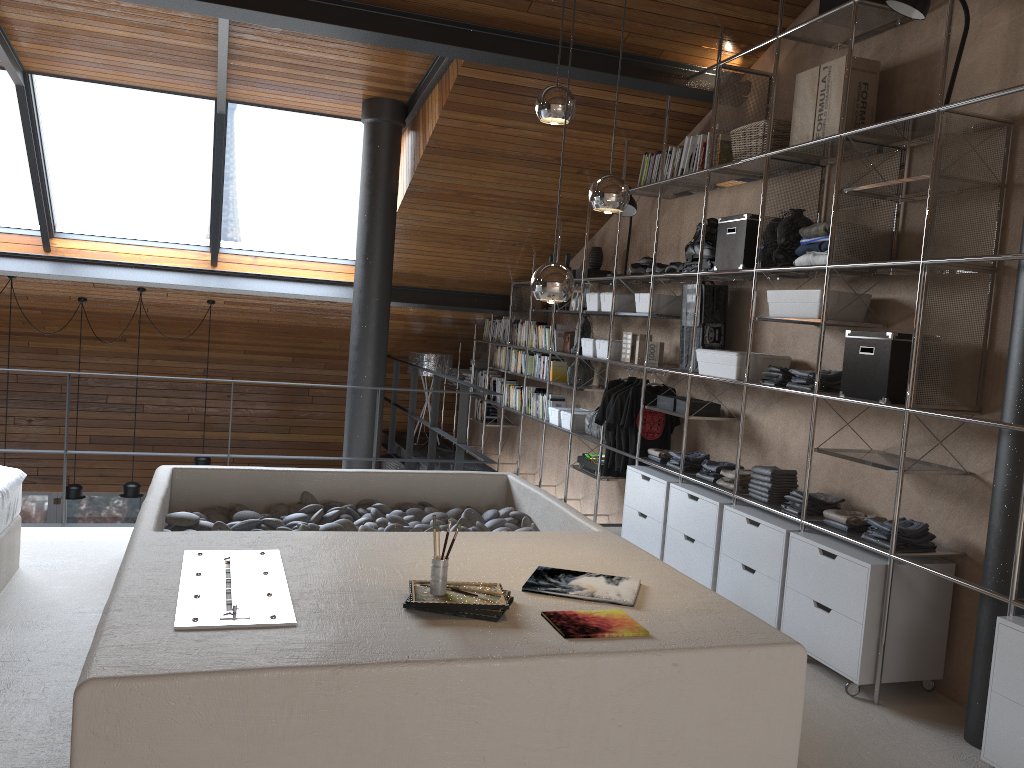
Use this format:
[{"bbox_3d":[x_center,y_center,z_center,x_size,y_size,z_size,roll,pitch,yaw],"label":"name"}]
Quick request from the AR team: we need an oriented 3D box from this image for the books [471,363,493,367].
[{"bbox_3d":[-0.315,-0.208,9.518,0.216,0.021,0.174,3,4,-19],"label":"books"}]

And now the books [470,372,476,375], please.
[{"bbox_3d":[-0.324,-0.106,9.517,0.254,0.012,0.158,4,4,-7],"label":"books"}]

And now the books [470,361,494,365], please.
[{"bbox_3d":[-0.312,-0.226,9.517,0.228,0.016,0.182,3,4,-19],"label":"books"}]

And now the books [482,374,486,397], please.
[{"bbox_3d":[-0.229,0.019,9.178,0.148,0.234,0.013,3,4,-19],"label":"books"}]

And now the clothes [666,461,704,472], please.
[{"bbox_3d":[1.078,0.490,5.302,0.243,0.045,0.208,3,4,-19],"label":"clothes"}]

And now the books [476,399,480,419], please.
[{"bbox_3d":[-0.287,0.260,9.311,0.161,0.223,0.017,3,4,-19],"label":"books"}]

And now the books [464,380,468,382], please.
[{"bbox_3d":[-0.389,-0.025,9.784,0.234,0.016,0.182,2,5,-29],"label":"books"}]

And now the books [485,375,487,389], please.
[{"bbox_3d":[-0.203,0.025,9.117,0.148,0.234,0.013,3,4,-19],"label":"books"}]

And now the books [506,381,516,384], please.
[{"bbox_3d":[-0.023,0.087,8.486,0.122,0.230,0.057,3,4,-19],"label":"books"}]

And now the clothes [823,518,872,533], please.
[{"bbox_3d":[1.533,0.622,3.928,0.248,0.043,0.190,4,4,-10],"label":"clothes"}]

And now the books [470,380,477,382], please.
[{"bbox_3d":[-0.320,-0.026,9.521,0.222,0.012,0.160,3,4,-24],"label":"books"}]

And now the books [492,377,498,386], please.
[{"bbox_3d":[-0.126,0.053,8.831,0.148,0.233,0.053,3,4,-19],"label":"books"}]

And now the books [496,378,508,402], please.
[{"bbox_3d":[-0.086,0.060,8.777,0.148,0.233,0.053,3,4,-19],"label":"books"}]

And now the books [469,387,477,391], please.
[{"bbox_3d":[-0.330,0.062,9.521,0.239,0.021,0.174,3,4,-13],"label":"books"}]

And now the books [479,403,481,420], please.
[{"bbox_3d":[-0.283,0.290,9.214,0.112,0.177,0.009,3,4,-19],"label":"books"}]

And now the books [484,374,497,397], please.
[{"bbox_3d":[-0.209,0.019,9.148,0.146,0.240,0.023,3,4,-19],"label":"books"}]

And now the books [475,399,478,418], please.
[{"bbox_3d":[-0.317,0.265,9.353,0.127,0.201,0.011,3,4,-19],"label":"books"}]

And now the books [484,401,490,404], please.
[{"bbox_3d":[-0.221,0.285,9.077,0.137,0.216,0.049,3,4,-19],"label":"books"}]

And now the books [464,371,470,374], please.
[{"bbox_3d":[-0.399,-0.120,9.799,0.231,0.012,0.159,3,4,-14],"label":"books"}]

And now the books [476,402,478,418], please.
[{"bbox_3d":[-0.319,0.281,9.340,0.119,0.172,0.014,3,4,-19],"label":"books"}]

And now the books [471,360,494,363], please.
[{"bbox_3d":[-0.309,-0.243,9.528,0.228,0.016,0.182,3,4,-19],"label":"books"}]

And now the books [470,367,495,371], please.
[{"bbox_3d":[-0.316,-0.161,9.504,0.228,0.016,0.182,3,4,-19],"label":"books"}]

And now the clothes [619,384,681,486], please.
[{"bbox_3d":[0.900,0.338,5.777,0.424,0.689,0.090,3,4,-20],"label":"clothes"}]

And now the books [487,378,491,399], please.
[{"bbox_3d":[-0.184,0.048,8.944,0.137,0.215,0.014,3,4,-19],"label":"books"}]

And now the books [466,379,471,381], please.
[{"bbox_3d":[-0.384,-0.043,9.799,0.213,0.017,0.167,3,4,-24],"label":"books"}]

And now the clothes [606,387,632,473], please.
[{"bbox_3d":[0.842,0.302,5.902,0.488,0.586,0.074,3,4,-26],"label":"clothes"}]

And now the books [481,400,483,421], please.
[{"bbox_3d":[-0.245,0.275,9.179,0.155,0.215,0.055,3,4,-19],"label":"books"}]

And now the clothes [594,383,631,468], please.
[{"bbox_3d":[0.783,0.285,6.080,0.488,0.586,0.074,3,4,-26],"label":"clothes"}]

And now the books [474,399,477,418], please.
[{"bbox_3d":[-0.328,0.264,9.361,0.127,0.201,0.011,3,4,-19],"label":"books"}]

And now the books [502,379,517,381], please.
[{"bbox_3d":[-0.030,0.069,8.708,0.148,0.233,0.053,3,4,-19],"label":"books"}]

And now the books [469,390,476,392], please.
[{"bbox_3d":[-0.331,0.081,9.518,0.247,0.016,0.182,3,4,-19],"label":"books"}]

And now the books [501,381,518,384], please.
[{"bbox_3d":[-0.023,0.081,8.595,0.177,0.217,0.046,3,4,-19],"label":"books"}]

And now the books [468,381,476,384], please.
[{"bbox_3d":[-0.327,-0.006,9.515,0.258,0.028,0.180,3,4,-13],"label":"books"}]

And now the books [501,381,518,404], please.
[{"bbox_3d":[-0.026,0.085,8.562,0.161,0.222,0.055,3,4,-19],"label":"books"}]

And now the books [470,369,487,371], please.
[{"bbox_3d":[-0.330,-0.146,9.515,0.208,0.017,0.167,3,4,-19],"label":"books"}]

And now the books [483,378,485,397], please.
[{"bbox_3d":[-0.228,0.038,9.165,0.143,0.199,0.019,3,4,-19],"label":"books"}]

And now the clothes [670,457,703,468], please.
[{"bbox_3d":[1.064,0.464,5.292,0.215,0.047,0.191,3,4,-18],"label":"clothes"}]

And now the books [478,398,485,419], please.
[{"bbox_3d":[-0.284,0.262,9.234,0.122,0.230,0.017,3,4,-19],"label":"books"}]

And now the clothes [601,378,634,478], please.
[{"bbox_3d":[0.784,0.305,6.125,0.424,0.689,0.090,3,4,-20],"label":"clothes"}]

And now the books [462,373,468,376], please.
[{"bbox_3d":[-0.394,-0.099,9.792,0.268,0.025,0.176,3,4,-19],"label":"books"}]

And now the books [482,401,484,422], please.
[{"bbox_3d":[-0.238,0.282,9.130,0.133,0.218,0.051,3,4,-19],"label":"books"}]

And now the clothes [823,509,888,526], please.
[{"bbox_3d":[1.523,0.590,3.920,0.221,0.050,0.196,3,4,-16],"label":"clothes"}]

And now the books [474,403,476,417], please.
[{"bbox_3d":[-0.330,0.261,9.403,0.127,0.201,0.011,3,4,-19],"label":"books"}]

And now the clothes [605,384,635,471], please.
[{"bbox_3d":[0.851,0.298,5.975,0.488,0.586,0.074,3,4,-26],"label":"clothes"}]

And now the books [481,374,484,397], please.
[{"bbox_3d":[-0.238,0.017,9.189,0.148,0.234,0.013,3,4,-19],"label":"books"}]

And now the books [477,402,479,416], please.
[{"bbox_3d":[-0.305,0.283,9.281,0.112,0.177,0.009,3,4,-19],"label":"books"}]

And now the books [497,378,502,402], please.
[{"bbox_3d":[-0.070,0.064,8.731,0.148,0.233,0.053,3,4,-19],"label":"books"}]

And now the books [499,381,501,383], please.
[{"bbox_3d":[-0.044,0.080,8.638,0.171,0.218,0.047,3,4,-19],"label":"books"}]

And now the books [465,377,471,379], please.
[{"bbox_3d":[-0.392,-0.059,9.804,0.206,0.012,0.161,2,5,-29],"label":"books"}]

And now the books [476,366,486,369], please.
[{"bbox_3d":[-0.293,-0.182,9.511,0.234,0.028,0.180,3,4,-19],"label":"books"}]

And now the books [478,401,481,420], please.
[{"bbox_3d":[-0.287,0.278,9.220,0.111,0.198,0.008,3,4,-19],"label":"books"}]

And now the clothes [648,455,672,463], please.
[{"bbox_3d":[0.996,0.465,5.551,0.248,0.043,0.190,4,4,-10],"label":"clothes"}]

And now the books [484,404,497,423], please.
[{"bbox_3d":[-0.218,0.298,9.062,0.138,0.191,0.049,3,4,-19],"label":"books"}]

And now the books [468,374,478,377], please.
[{"bbox_3d":[-0.321,-0.085,9.509,0.288,0.025,0.175,3,4,-13],"label":"books"}]
